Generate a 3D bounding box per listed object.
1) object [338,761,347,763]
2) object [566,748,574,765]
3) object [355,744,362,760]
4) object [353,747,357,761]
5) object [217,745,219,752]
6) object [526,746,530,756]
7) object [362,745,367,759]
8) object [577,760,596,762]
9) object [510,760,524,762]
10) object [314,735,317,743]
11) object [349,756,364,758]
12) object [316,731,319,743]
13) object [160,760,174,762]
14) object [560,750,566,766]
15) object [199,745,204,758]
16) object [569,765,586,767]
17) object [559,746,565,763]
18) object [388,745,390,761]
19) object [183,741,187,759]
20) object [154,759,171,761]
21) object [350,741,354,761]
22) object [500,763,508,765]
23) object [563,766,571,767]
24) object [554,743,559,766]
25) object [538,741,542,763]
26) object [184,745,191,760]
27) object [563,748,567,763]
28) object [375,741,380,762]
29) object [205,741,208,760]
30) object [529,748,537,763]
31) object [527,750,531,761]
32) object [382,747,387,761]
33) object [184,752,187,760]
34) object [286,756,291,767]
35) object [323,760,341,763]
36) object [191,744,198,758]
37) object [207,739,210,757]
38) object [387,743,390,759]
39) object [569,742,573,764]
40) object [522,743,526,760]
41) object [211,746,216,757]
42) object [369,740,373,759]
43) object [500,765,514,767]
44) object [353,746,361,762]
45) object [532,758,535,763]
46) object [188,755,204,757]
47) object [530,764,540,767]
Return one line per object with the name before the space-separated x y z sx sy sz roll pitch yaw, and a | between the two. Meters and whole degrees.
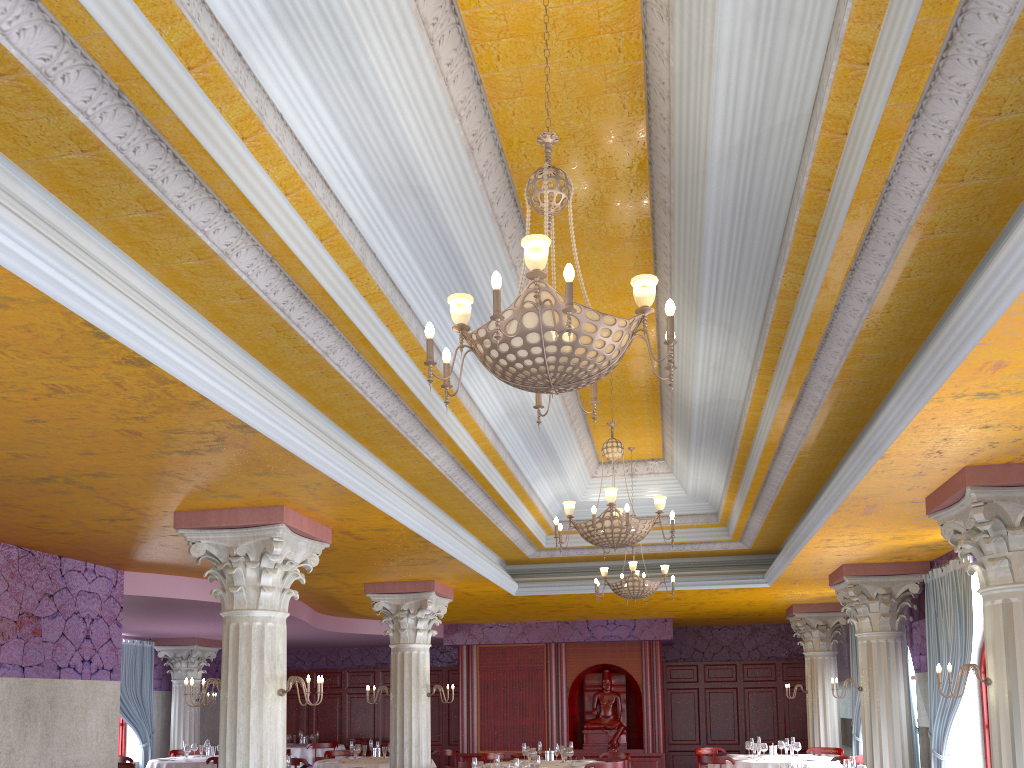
object | -2.837 6.210 14.058 0.260 0.019 0.057 11 -22 -29
object | 0.877 5.632 12.951 0.122 0.254 0.127 -1 -9 2
object | -2.676 6.395 14.892 0.123 0.254 0.126 -5 -10 24
object | -2.642 6.241 14.440 0.086 0.229 0.089 1 -8 -9
object | -5.241 6.615 15.396 0.123 0.254 0.126 -5 -10 24
object | 0.234 5.814 13.422 0.122 0.254 0.127 -1 -9 2
object | -2.570 6.426 14.941 0.086 0.229 0.089 1 -8 -9
object | 1.188 5.990 13.608 0.313 0.023 0.331 3 -21 -9
object | 0.121 6.075 13.801 0.320 0.023 0.325 15 -26 -37
object | -4.659 8.428 20.276 0.086 0.229 0.089 1 -8 -9
object | -2.788 6.656 15.271 0.314 0.023 0.331 -4 -21 10
object | -4.580 8.342 20.180 0.074 0.323 0.076 -1 -7 2
object | -6.045 6.612 15.033 0.260 0.019 0.057 11 -22 -29
object | 0.771 5.627 12.898 0.087 0.229 0.088 -6 -10 35
object | -5.778 6.827 15.917 0.086 0.229 0.089 1 -8 -9
object | 0.992 5.600 12.547 0.314 0.023 0.331 -4 -21 10
object | 0.792 5.839 13.506 0.122 0.254 0.127 -1 -9 2
object | -2.033 6.213 14.421 0.122 0.254 0.127 -1 -9 2
object | -5.930 6.634 15.521 0.074 0.323 0.076 -1 -7 2
object | -6.192 6.668 15.186 0.318 0.023 0.326 -12 -23 28
object | -2.722 6.232 14.546 0.075 0.323 0.075 6 -9 -43
object | -0.132 5.895 13.286 0.160 0.009 0.166 10 -23 -27
object | 0.829 5.576 12.461 0.028 0.013 0.242 11 -23 -31
object | 0.669 5.552 12.824 0.075 0.323 0.075 6 -9 -43
object | 0.441 5.826 13.555 0.075 0.323 0.075 6 -9 -43
object | -5.799 6.590 15.311 0.122 0.254 0.127 -1 -9 2
object | 0.844 5.812 13.400 0.086 0.229 0.088 -3 -8 13
object | -2.241 6.133 14.294 0.075 0.323 0.075 6 -9 -43
object | -5.449 6.535 15.270 0.074 0.323 0.076 -1 -7 2
object | 0.318 5.607 12.866 0.122 0.254 0.127 -1 -9 2
object | 0.267 5.660 12.970 0.086 0.229 0.089 1 -8 -9
object | -2.138 6.208 14.368 0.087 0.229 0.088 -6 -10 35
object | -5.850 6.643 15.415 0.086 0.229 0.089 1 -8 -9
object | -2.778 4.773 10.603 0.075 0.323 0.075 6 -9 -43
object | -2.984 6.266 14.210 0.314 0.023 0.331 -4 -21 10
object | -5.884 6.797 15.867 0.124 0.254 0.125 7 -12 -43
object | -5.677 6.808 16.001 0.074 0.323 0.076 -1 -7 2
object | -2.117 6.420 14.976 0.123 0.254 0.126 -5 -10 24
object | 0.922 5.726 13.304 0.075 0.323 0.075 6 -9 -43
object | 0.187 5.651 13.075 0.075 0.323 0.075 6 -9 -43
object | -5.346 6.610 15.344 0.086 0.229 0.088 -3 -8 13
object | -2.469 6.407 15.025 0.075 0.323 0.075 6 -9 -43
object | -0.074 5.685 12.740 0.314 0.023 0.331 -4 -21 10
object | -2.591 6.189 14.336 0.123 0.254 0.126 -5 -10 24
object | 0.340 5.845 13.471 0.087 0.229 0.088 -6 -10 35
object | -5.996 7.058 16.247 0.313 0.023 0.331 3 -21 -9
object | 0.262 4.438 9.705 0.123 0.254 0.127 3 -9 -20
